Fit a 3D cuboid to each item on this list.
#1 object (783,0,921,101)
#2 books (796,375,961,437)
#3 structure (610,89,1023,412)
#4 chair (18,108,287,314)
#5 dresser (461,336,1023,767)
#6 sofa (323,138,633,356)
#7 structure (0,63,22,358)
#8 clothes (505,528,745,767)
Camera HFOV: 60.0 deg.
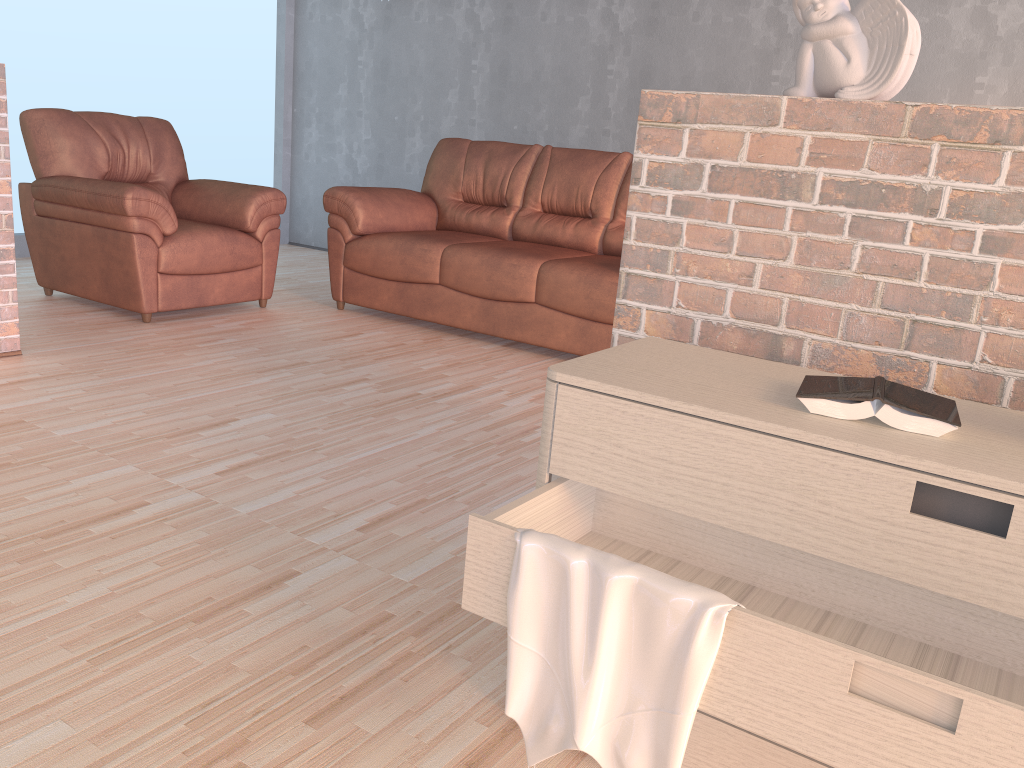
[{"bbox_3d":[0.583,-0.599,1.537,0.216,0.218,0.131,14,17,30],"label":"object"},{"bbox_3d":[0.516,0.023,1.253,0.209,0.040,0.146,11,16,21],"label":"books"},{"bbox_3d":[0.836,0.090,1.516,1.422,1.057,0.211,14,17,31],"label":"structure"},{"bbox_3d":[-1.807,-0.895,4.488,0.936,0.879,0.970,14,17,30],"label":"chair"},{"bbox_3d":[0.768,0.434,1.067,1.686,0.612,0.605,14,17,31],"label":"dresser"},{"bbox_3d":[0.143,-0.761,4.571,2.202,0.923,0.981,14,17,31],"label":"sofa"},{"bbox_3d":[-2.478,-0.753,3.539,1.422,1.057,0.211,14,17,31],"label":"structure"},{"bbox_3d":[0.125,0.393,1.134,0.325,0.369,0.097,15,17,31],"label":"clothes"}]
